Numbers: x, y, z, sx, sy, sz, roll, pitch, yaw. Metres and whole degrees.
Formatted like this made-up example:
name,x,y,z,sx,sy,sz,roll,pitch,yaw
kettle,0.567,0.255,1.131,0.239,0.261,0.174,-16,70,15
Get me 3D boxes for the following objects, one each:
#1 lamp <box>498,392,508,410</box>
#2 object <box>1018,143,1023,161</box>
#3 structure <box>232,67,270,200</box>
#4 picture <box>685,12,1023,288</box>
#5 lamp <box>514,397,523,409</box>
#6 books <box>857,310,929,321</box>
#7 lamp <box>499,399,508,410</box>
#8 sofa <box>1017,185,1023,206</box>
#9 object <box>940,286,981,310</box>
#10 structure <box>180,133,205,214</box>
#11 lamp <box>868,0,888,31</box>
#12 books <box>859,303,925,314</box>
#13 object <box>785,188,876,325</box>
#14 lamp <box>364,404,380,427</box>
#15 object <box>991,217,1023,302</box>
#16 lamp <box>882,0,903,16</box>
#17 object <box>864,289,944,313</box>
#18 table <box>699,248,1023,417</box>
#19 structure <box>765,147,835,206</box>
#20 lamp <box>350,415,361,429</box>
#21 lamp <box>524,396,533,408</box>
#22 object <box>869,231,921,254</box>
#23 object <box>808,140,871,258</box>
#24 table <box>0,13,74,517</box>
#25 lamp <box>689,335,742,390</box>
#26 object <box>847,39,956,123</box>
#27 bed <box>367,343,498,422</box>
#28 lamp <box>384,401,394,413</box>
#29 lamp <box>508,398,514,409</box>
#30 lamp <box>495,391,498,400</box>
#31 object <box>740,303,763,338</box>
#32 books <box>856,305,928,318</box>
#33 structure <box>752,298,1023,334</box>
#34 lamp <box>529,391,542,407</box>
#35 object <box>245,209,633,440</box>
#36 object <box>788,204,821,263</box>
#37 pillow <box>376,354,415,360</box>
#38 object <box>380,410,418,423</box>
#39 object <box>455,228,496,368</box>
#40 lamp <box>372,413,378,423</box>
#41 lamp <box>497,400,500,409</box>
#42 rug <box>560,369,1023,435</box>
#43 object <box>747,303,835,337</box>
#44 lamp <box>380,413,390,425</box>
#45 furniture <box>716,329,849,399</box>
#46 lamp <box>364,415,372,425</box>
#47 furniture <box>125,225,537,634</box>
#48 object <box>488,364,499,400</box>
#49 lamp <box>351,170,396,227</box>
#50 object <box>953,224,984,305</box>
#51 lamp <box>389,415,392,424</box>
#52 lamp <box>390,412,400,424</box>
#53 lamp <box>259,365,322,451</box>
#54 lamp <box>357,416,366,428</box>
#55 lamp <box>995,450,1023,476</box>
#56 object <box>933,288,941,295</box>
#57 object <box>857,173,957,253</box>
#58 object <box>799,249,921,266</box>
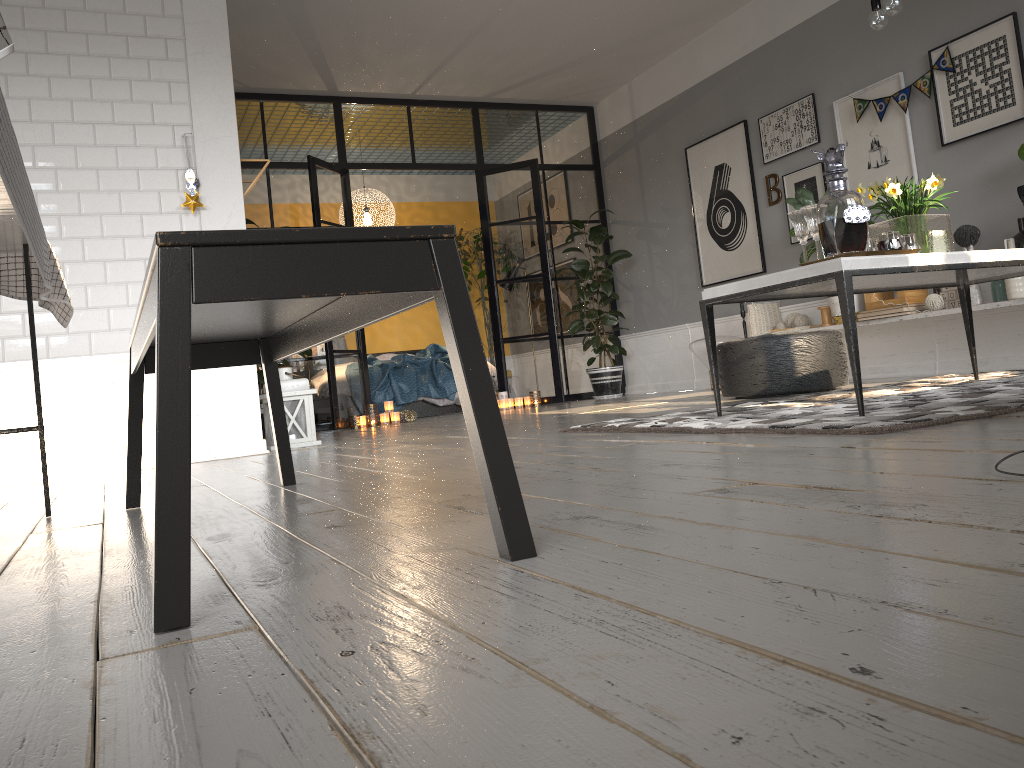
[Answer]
name,x,y,z,sx,sy,sz,roll,pitch,yaw
lamp,-0.077,0.157,8.287,0.092,0.167,0.089,-8,-4,31
object,2.902,-1.056,4.519,0.415,1.155,0.566,-7,-3,15
structure,-1.560,-1.405,5.169,0.185,0.778,0.492,-4,-3,-25
picture,-0.137,-1.392,6.710,4.048,1.801,7.257,-6,0,-25
lamp,0.064,0.175,8.177,0.080,0.099,0.080,-7,-2,16
books,2.460,-0.439,5.657,0.297,0.021,0.366,-6,0,-30
lamp,-0.074,0.190,8.118,0.080,0.099,0.080,-7,-2,16
sofa,2.465,-0.428,2.295,2.346,0.801,0.965,-6,-2,-25
object,2.713,-0.543,5.354,0.078,0.174,0.263,-5,-1,-19
structure,-1.713,-1.117,4.704,0.134,0.449,0.077,-3,-5,-37
lamp,0.837,-2.114,3.937,1.389,1.543,0.074,-8,-4,34
books,2.453,-0.486,5.677,0.229,0.017,0.377,-6,0,-28
object,2.201,-0.886,5.998,0.547,0.967,0.507,-4,-4,-39
lamp,-1.179,0.265,7.451,0.115,0.188,0.114,-5,-3,-26
object,2.793,-0.711,4.892,0.285,0.490,0.332,-8,-3,26
lamp,0.834,-2.113,3.799,1.389,1.543,0.074,-8,-4,34
object,2.482,-0.648,5.575,0.239,0.441,0.543,-5,-2,-25
table,1.545,-0.192,3.340,1.459,0.513,0.728,-6,-1,-25
structure,2.149,-1.533,6.573,0.024,0.264,0.735,-4,-1,-25
lamp,-1.304,0.319,7.372,0.084,0.111,0.084,-8,-3,41
lamp,0.152,0.165,8.195,0.080,0.099,0.080,-7,-2,16
object,1.239,-0.457,3.064,0.278,0.088,0.247,-7,-1,43
object,1.086,-0.612,2.934,0.148,0.419,0.155,-6,-3,-5
table,-1.264,-0.030,1.476,0.933,0.787,2.015,-5,-1,-25
lamp,1.681,-0.172,7.211,0.432,0.439,0.431,-6,-2,-3
object,2.494,-1.889,5.701,0.057,0.340,0.909,-4,-1,-25
bed,-1.263,-0.022,9.501,1.902,0.773,2.311,-6,0,-24
lamp,-1.054,0.197,7.581,0.080,0.099,0.080,-7,-2,16
lamp,-0.022,0.184,8.191,0.080,0.099,0.080,-7,-2,16
lamp,-0.177,0.163,8.351,0.092,0.180,0.092,-6,-3,-4
object,1.926,-0.333,6.993,0.092,0.704,0.278,-4,-4,-32
books,2.448,-0.463,5.668,0.260,0.029,0.382,-6,0,-24
structure,2.519,-0.624,5.569,0.308,0.488,2.762,-5,-1,-25
lamp,0.216,0.137,8.121,0.107,0.141,0.107,-8,-3,29
object,-0.557,-0.610,7.748,3.905,1.802,1.005,-6,-3,-25
object,1.057,-0.510,3.138,0.082,0.228,0.167,-5,-3,-13
pillow,-1.345,-0.240,9.963,0.483,0.228,0.593,-7,-1,24
object,-1.018,0.291,7.805,0.192,0.118,0.713,-5,-1,-36
object,-0.272,-0.854,10.870,1.347,2.213,1.242,-4,-4,-38
lamp,-1.213,0.310,7.756,0.081,0.107,0.080,-5,-3,-25
lamp,-0.154,0.199,8.224,0.080,0.099,0.081,-8,-3,30
rug,1.710,0.032,3.561,2.532,0.034,1.761,-6,0,-25
object,2.087,-0.483,6.467,0.329,0.308,0.781,-5,-1,-24
lamp,-1.087,0.300,7.561,0.080,0.099,0.080,-7,-2,16
furniture,1.585,-0.120,5.212,0.737,0.358,0.731,-6,-1,-38
lamp,-1.230,0.315,7.539,0.080,0.099,0.080,-7,-2,16
furniture,-0.546,0.059,1.824,0.466,0.457,1.661,-5,-1,-25
object,-0.137,-0.012,8.639,0.436,0.524,0.278,-7,-3,16
lamp,-1.604,-2.065,9.652,0.615,1.100,0.615,-7,-3,16
object,2.677,-0.694,5.183,0.137,0.485,0.154,-4,-4,-25
lamp,-1.072,0.308,7.677,0.069,0.080,0.068,-5,-2,-17
lamp,-1.001,0.290,7.593,0.080,0.099,0.080,-7,-2,16
lamp,-1.307,0.130,5.161,0.287,0.479,0.285,-5,-3,-26
lamp,-1.270,0.320,7.456,0.080,0.099,0.080,-7,-2,16
lamp,1.151,-0.754,1.034,0.681,1.709,1.239,-4,-3,-26
object,2.656,-0.681,5.541,0.019,0.465,0.220,-4,-4,-25
object,1.504,-0.623,3.344,0.352,0.352,0.323,-5,-2,-23
object,1.161,-0.418,2.957,0.319,0.015,0.245,-6,0,-25
